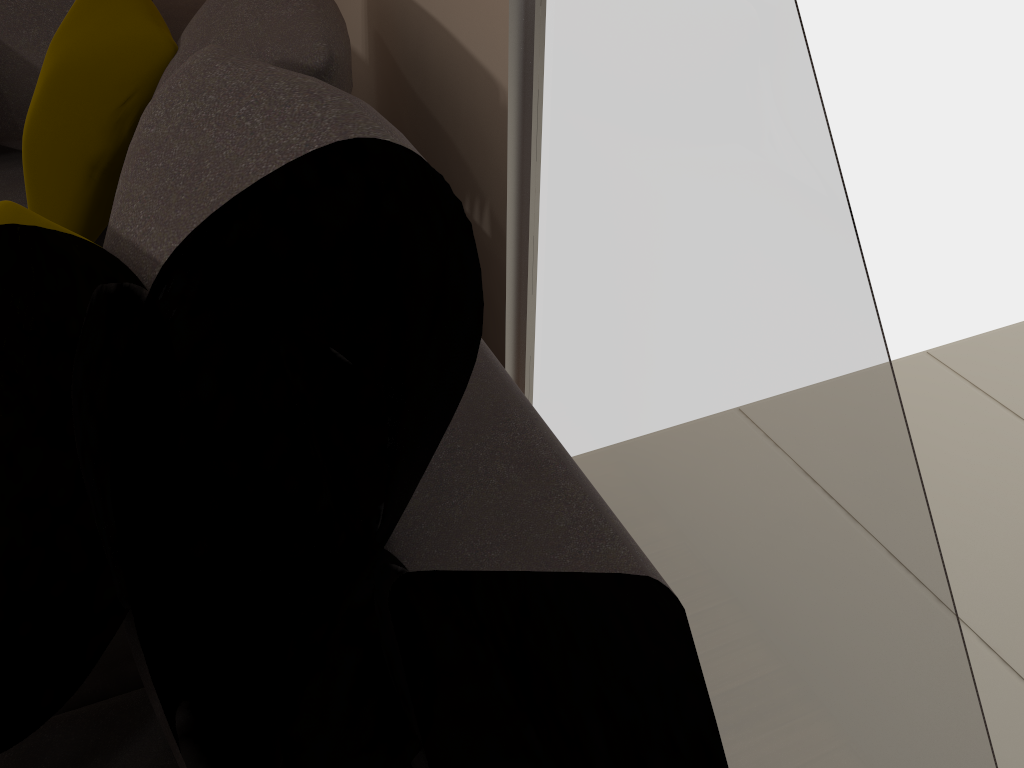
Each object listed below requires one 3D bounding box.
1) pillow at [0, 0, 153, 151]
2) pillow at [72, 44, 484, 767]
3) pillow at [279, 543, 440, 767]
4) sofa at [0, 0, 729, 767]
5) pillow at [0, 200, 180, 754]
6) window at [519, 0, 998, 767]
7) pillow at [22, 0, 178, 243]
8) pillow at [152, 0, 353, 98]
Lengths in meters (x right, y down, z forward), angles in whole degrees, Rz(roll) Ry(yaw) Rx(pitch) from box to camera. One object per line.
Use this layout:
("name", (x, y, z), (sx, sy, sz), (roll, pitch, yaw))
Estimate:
("pillow", (-1.201, -0.893, 2.082), (0.806, 0.578, 0.483), (13, 39, 16))
("pillow", (-0.300, -0.020, 1.049), (0.459, 0.590, 0.783), (-19, 41, -24))
("pillow", (-0.190, 0.301, 0.482), (0.399, 0.635, 0.811), (15, 39, 18))
("sofa", (-1.022, 0.305, 1.327), (1.906, 0.776, 3.565), (-15, 40, -20))
("pillow", (-0.465, 0.167, 0.845), (0.382, 0.492, 0.658), (-22, 43, -28))
("window", (0.444, -0.154, 0.574), (0.020, 2.419, 1.983), (-15, 40, -20))
("pillow", (-0.829, -0.523, 1.804), (0.335, 0.486, 0.631), (-13, 39, -18))
("pillow", (-0.500, -0.447, 1.645), (0.431, 0.576, 0.787), (-5, 37, -8))
